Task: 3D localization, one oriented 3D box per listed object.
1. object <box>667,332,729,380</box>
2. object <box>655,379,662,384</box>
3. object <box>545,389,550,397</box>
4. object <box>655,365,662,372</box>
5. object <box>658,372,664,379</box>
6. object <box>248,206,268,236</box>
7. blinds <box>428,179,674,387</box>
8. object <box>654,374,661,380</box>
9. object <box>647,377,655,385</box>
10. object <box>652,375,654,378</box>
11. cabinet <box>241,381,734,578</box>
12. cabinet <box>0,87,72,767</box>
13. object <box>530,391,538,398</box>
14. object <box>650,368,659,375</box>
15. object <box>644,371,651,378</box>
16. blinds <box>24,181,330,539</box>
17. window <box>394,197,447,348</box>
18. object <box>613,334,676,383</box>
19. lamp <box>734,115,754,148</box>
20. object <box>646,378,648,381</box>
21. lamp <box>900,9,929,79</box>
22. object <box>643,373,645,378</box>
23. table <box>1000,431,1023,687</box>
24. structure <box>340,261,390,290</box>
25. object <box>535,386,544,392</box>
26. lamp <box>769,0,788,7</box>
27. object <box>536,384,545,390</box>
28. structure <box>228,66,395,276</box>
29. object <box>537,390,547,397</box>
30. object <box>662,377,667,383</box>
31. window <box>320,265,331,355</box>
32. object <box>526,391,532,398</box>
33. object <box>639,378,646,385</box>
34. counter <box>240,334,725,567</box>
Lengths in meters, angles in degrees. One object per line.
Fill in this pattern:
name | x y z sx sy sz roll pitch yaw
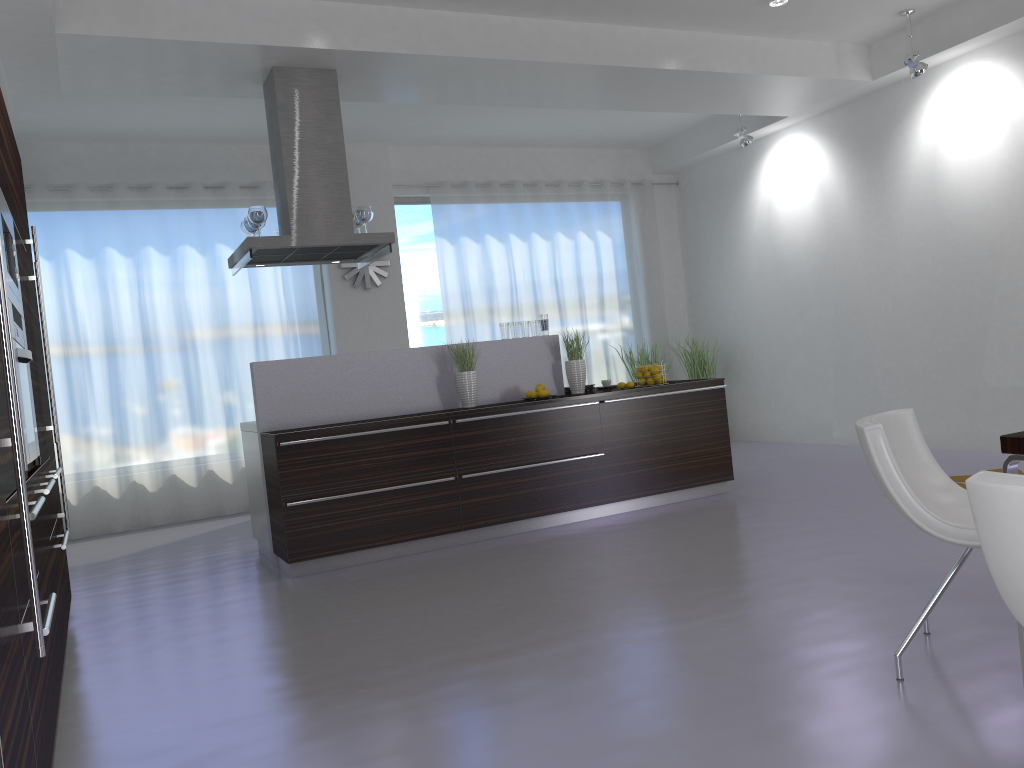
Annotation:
object | 2.100 0.024 10.029 0.656 1.334 0.713 -7 1 -41
object | 1.074 -0.023 6.492 0.051 0.053 0.063 -6 1 -17
object | 0.235 0.065 6.201 0.052 0.054 0.061 -5 1 42
object | 1.079 -0.110 6.520 0.051 0.053 0.063 -6 1 -12
object | 1.087 -0.060 6.516 0.051 0.055 0.061 -5 1 44
object | -1.665 -1.053 5.836 0.125 0.221 0.125 -6 1 -1
blinds | 0.575 -0.712 9.894 2.830 3.112 0.120 -7 1 -25
object | 1.057 -0.049 6.454 0.052 0.054 0.061 -5 1 42
object | 1.016 -0.018 6.489 0.064 0.063 0.074 -6 1 -5
object | 1.057 -0.061 6.523 0.051 0.053 0.062 -6 1 -17
cabinet | -0.135 0.568 6.440 3.285 0.852 1.377 -7 1 -25
cabinet | -2.019 -0.002 3.084 0.669 2.500 3.600 -7 1 -25
object | 0.157 0.077 6.168 0.063 0.051 0.053 -6 1 -21
object | 1.041 -0.094 6.477 0.061 0.052 0.053 -6 1 -12
object | 0.993 -0.067 6.494 0.052 0.053 0.062 -5 1 37
blinds | -3.257 -0.272 8.070 3.245 3.112 0.120 -7 1 -25
window | 0.142 -0.855 9.941 3.000 2.500 0.100 -7 1 -25
object | 1.520 0.091 9.718 0.713 1.334 0.656 -7 1 -25
lamp | 2.249 -2.561 8.665 0.185 0.511 0.150 -7 1 -25
object | 1.016 -0.024 6.532 0.057 0.060 0.052 -6 1 -19
lamp | 3.103 -2.620 6.858 0.185 0.511 0.150 -7 1 -25
object | 0.983 -0.070 6.549 0.064 0.053 0.051 -6 1 -23
table | 2.457 0.400 2.225 2.046 0.783 1.127 -7 1 -25
structure | -1.459 -1.190 8.823 0.505 0.505 0.076 -7 1 -25
object | 0.191 0.036 6.186 0.061 0.047 0.053 -6 1 -22
lamp | 1.889 -2.721 6.288 0.132 0.035 0.132 -5 1 37
object | 0.201 0.023 6.237 0.063 0.048 0.053 -5 1 31
structure | -1.492 -1.456 6.258 0.981 1.231 0.915 -7 1 -25
object | 0.209 0.068 6.142 0.070 0.058 0.060 -7 1 -26
object | 1.119 -0.029 6.567 0.053 0.052 0.062 -6 1 14
window | -3.226 -0.468 8.338 3.000 2.500 0.100 -7 1 -25
object | 0.126 0.076 6.215 0.061 0.054 0.052 -6 1 22
object | 0.958 -0.018 6.509 0.060 0.057 0.052 -7 1 -24
counter | -0.162 0.345 6.446 3.291 1.300 1.302 -7 1 -25
